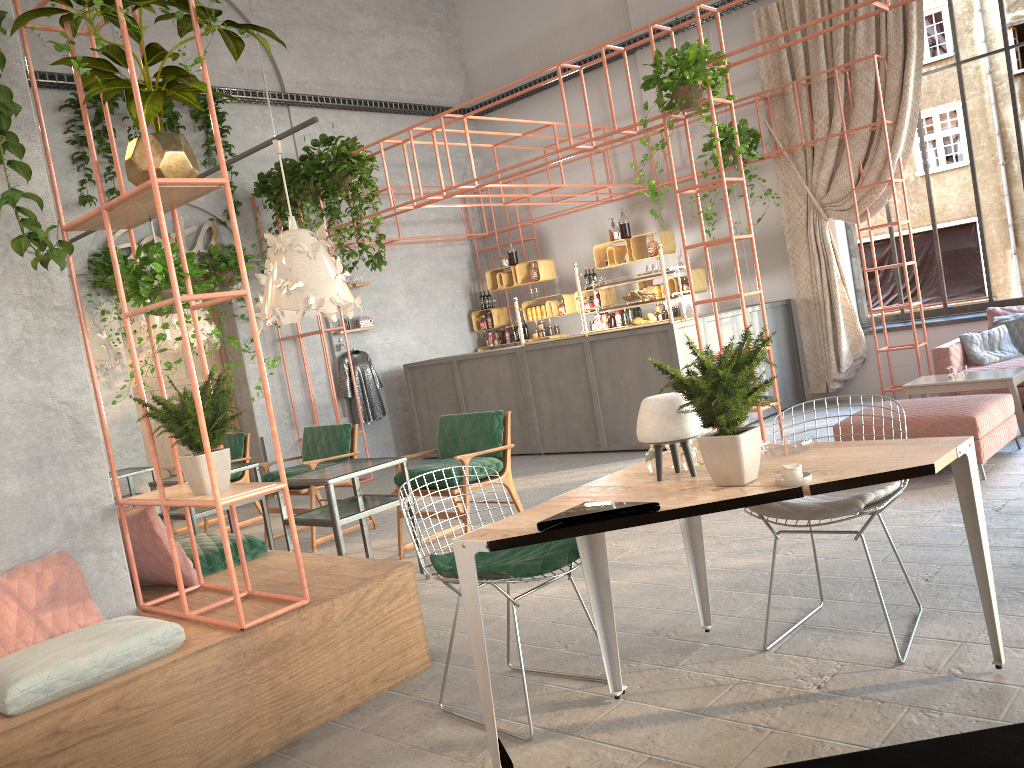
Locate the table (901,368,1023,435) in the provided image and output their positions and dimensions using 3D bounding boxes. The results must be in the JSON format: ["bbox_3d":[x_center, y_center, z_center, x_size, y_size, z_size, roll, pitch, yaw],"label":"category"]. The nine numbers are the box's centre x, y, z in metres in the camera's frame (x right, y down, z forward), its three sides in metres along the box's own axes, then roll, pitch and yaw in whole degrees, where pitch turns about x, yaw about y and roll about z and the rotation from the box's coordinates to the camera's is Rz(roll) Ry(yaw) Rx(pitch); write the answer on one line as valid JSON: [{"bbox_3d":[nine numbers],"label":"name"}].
[{"bbox_3d":[3.713,0.163,7.215,0.916,0.455,0.520,-6,5,43],"label":"table"}]

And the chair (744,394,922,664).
[{"bbox_3d":[1.314,0.567,3.631,0.565,0.941,0.717,-7,5,39],"label":"chair"}]

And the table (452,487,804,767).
[{"bbox_3d":[0.538,0.807,2.747,1.205,0.830,0.694,-6,5,43],"label":"table"}]

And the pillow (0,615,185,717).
[{"bbox_3d":[-1.622,1.028,3.307,0.491,0.149,0.637,-6,5,44],"label":"pillow"}]

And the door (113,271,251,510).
[{"bbox_3d":[-3.995,0.128,10.263,0.551,2.729,1.360,-6,5,43],"label":"door"}]

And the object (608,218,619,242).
[{"bbox_3d":[1.286,-1.939,11.176,0.134,0.301,0.134,-8,4,32],"label":"object"}]

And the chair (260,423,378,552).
[{"bbox_3d":[-1.672,0.848,7.458,0.722,0.930,0.685,-6,5,43],"label":"chair"}]

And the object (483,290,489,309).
[{"bbox_3d":[-0.380,-1.213,12.738,0.066,0.291,0.066,-13,5,-40],"label":"object"}]

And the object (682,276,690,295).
[{"bbox_3d":[2.073,-1.161,10.427,0.131,0.207,0.131,-10,4,-2],"label":"object"}]

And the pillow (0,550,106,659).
[{"bbox_3d":[-1.982,0.936,3.524,0.289,0.385,0.666,-7,5,39],"label":"pillow"}]

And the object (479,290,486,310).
[{"bbox_3d":[-0.431,-1.201,12.681,0.066,0.291,0.066,-9,4,13],"label":"object"}]

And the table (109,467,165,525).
[{"bbox_3d":[-3.549,1.210,7.982,0.602,0.798,0.635,-6,5,43],"label":"table"}]

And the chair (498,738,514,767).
[{"bbox_3d":[-0.027,0.895,2.286,0.722,0.917,0.685,-6,5,43],"label":"chair"}]

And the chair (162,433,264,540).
[{"bbox_3d":[-2.928,0.989,8.644,0.722,0.930,0.685,-6,5,43],"label":"chair"}]

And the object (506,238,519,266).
[{"bbox_3d":[0.002,-1.833,12.329,0.134,0.386,0.134,-11,4,-13],"label":"object"}]

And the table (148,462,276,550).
[{"bbox_3d":[-2.277,1.067,6.781,0.602,0.798,0.635,-6,5,43],"label":"table"}]

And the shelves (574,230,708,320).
[{"bbox_3d":[1.609,-0.896,11.019,1.750,1.838,0.328,-6,5,43],"label":"shelves"}]

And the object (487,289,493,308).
[{"bbox_3d":[-0.324,-1.227,12.795,0.066,0.291,0.066,-10,4,-7],"label":"object"}]

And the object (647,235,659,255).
[{"bbox_3d":[1.704,-1.676,10.744,0.137,0.261,0.137,-11,4,-11],"label":"object"}]

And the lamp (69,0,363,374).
[{"bbox_3d":[-2.891,-2.205,6.589,4.456,4.052,0.704,-6,5,43],"label":"lamp"}]

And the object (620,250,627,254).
[{"bbox_3d":[1.397,-1.576,10.962,0.141,0.142,0.123,-6,5,43],"label":"object"}]

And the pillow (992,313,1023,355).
[{"bbox_3d":[4.683,-0.456,8.004,0.666,0.385,0.289,-6,5,44],"label":"pillow"}]

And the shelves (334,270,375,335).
[{"bbox_3d":[-2.051,-1.052,11.255,0.186,0.790,0.560,-6,5,43],"label":"shelves"}]

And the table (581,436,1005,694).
[{"bbox_3d":[1.000,0.693,3.255,1.214,0.830,0.694,-6,5,43],"label":"table"}]

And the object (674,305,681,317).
[{"bbox_3d":[2.009,-0.888,10.791,0.073,0.131,0.073,-7,5,36],"label":"object"}]

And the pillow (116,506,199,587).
[{"bbox_3d":[-1.946,0.819,4.470,0.839,0.474,0.276,-7,4,34],"label":"pillow"}]

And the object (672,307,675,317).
[{"bbox_3d":[1.917,-0.865,10.683,0.073,0.131,0.073,-7,5,36],"label":"object"}]

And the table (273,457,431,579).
[{"bbox_3d":[-1.005,0.924,5.581,0.602,0.798,0.635,-6,5,43],"label":"table"}]

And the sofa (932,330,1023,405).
[{"bbox_3d":[4.599,-0.098,7.174,2.219,0.672,1.960,-6,5,43],"label":"sofa"}]

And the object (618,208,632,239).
[{"bbox_3d":[1.393,-1.989,11.016,0.134,0.386,0.134,-8,4,32],"label":"object"}]

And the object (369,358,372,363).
[{"bbox_3d":[-1.832,-0.297,11.502,0.033,0.146,0.070,-9,4,15],"label":"object"}]

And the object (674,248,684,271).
[{"bbox_3d":[1.995,-1.477,10.582,0.075,0.273,0.075,-8,4,32],"label":"object"}]

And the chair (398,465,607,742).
[{"bbox_3d":[-0.026,0.808,3.534,0.717,0.941,0.565,-6,5,44],"label":"chair"}]

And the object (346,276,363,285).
[{"bbox_3d":[-2.022,-1.328,11.348,0.013,0.101,0.263,-6,5,43],"label":"object"}]

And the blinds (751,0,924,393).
[{"bbox_3d":[4.813,-2.244,8.404,4.957,4.389,0.414,-6,5,44],"label":"blinds"}]

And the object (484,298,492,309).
[{"bbox_3d":[-0.331,-1.141,12.624,0.115,0.147,0.115,-10,4,-2],"label":"object"}]

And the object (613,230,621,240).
[{"bbox_3d":[1.299,-1.834,10.942,0.088,0.123,0.088,-9,4,10],"label":"object"}]

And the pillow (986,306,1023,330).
[{"bbox_3d":[4.788,-0.513,8.102,0.839,0.474,0.276,-6,5,44],"label":"pillow"}]

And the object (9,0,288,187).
[{"bbox_3d":[-1.426,-1.268,3.608,0.934,0.947,0.903,-10,4,5],"label":"object"}]

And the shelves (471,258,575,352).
[{"bbox_3d":[0.217,-0.739,12.332,1.750,1.838,0.328,-6,5,43],"label":"shelves"}]

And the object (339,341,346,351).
[{"bbox_3d":[-2.149,-0.478,11.177,0.049,0.121,0.093,-6,5,45],"label":"object"}]

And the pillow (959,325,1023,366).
[{"bbox_3d":[4.320,-0.338,7.951,0.500,0.324,0.307,-11,4,-12],"label":"pillow"}]

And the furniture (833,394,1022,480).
[{"bbox_3d":[2.954,0.356,6.329,0.976,0.446,0.941,-6,5,43],"label":"furniture"}]

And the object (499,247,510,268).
[{"bbox_3d":[-0.106,-1.782,12.489,0.134,0.301,0.134,-8,4,32],"label":"object"}]

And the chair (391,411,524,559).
[{"bbox_3d":[-0.389,0.703,6.247,0.722,0.929,0.685,-6,5,43],"label":"chair"}]

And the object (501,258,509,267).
[{"bbox_3d":[-0.093,-1.678,12.256,0.088,0.123,0.088,-9,4,10],"label":"object"}]

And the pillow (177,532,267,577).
[{"bbox_3d":[-1.710,0.940,4.862,0.637,0.149,0.491,-6,5,44],"label":"pillow"}]
